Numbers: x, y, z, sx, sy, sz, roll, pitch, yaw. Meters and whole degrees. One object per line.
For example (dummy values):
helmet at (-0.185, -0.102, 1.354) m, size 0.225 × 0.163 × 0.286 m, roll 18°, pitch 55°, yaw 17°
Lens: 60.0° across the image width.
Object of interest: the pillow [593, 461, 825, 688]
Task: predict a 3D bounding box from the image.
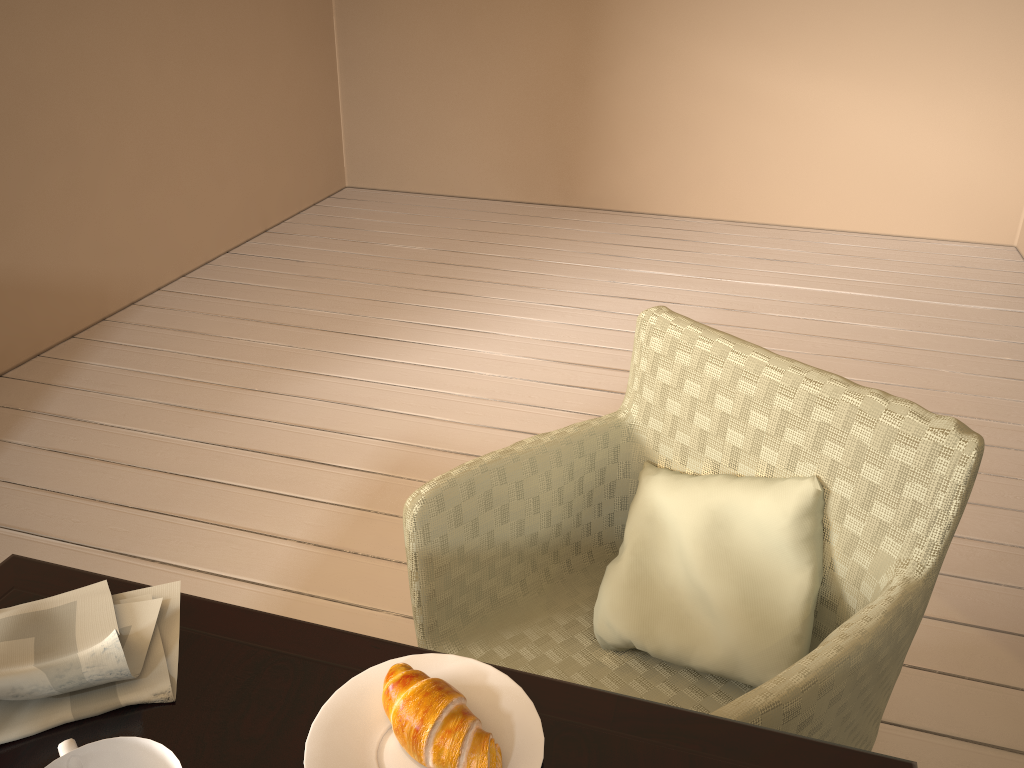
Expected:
pillow at (0.284, 0.241, 1.238) m, size 0.317 × 0.290 × 0.250 m, roll 15°, pitch 29°, yaw 26°

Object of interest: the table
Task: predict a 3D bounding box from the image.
table at (-0.391, 0.971, 0.124) m, size 0.919 × 0.644 × 2.018 m, roll 8°, pitch 28°, yaw 15°

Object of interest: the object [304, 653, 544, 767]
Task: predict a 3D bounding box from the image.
object at (-0.071, 0.298, 0.729) m, size 0.194 × 0.014 × 0.197 m, roll -3°, pitch 27°, yaw -7°

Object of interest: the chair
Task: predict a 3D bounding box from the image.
chair at (0.191, 0.384, 1.239) m, size 0.564 × 0.789 × 0.569 m, roll -18°, pitch 32°, yaw -33°

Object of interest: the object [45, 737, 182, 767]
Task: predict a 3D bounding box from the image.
object at (-0.289, 0.319, 0.621) m, size 0.125 × 0.068 × 0.118 m, roll 5°, pitch 27°, yaw 9°

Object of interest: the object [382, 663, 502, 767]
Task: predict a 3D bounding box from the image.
object at (-0.063, 0.273, 0.727) m, size 0.138 × 0.051 × 0.063 m, roll 18°, pitch 31°, yaw 31°

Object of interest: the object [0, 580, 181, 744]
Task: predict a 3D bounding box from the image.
object at (-0.415, 0.224, 0.817) m, size 0.205 × 0.062 × 0.199 m, roll -9°, pitch 28°, yaw -19°
